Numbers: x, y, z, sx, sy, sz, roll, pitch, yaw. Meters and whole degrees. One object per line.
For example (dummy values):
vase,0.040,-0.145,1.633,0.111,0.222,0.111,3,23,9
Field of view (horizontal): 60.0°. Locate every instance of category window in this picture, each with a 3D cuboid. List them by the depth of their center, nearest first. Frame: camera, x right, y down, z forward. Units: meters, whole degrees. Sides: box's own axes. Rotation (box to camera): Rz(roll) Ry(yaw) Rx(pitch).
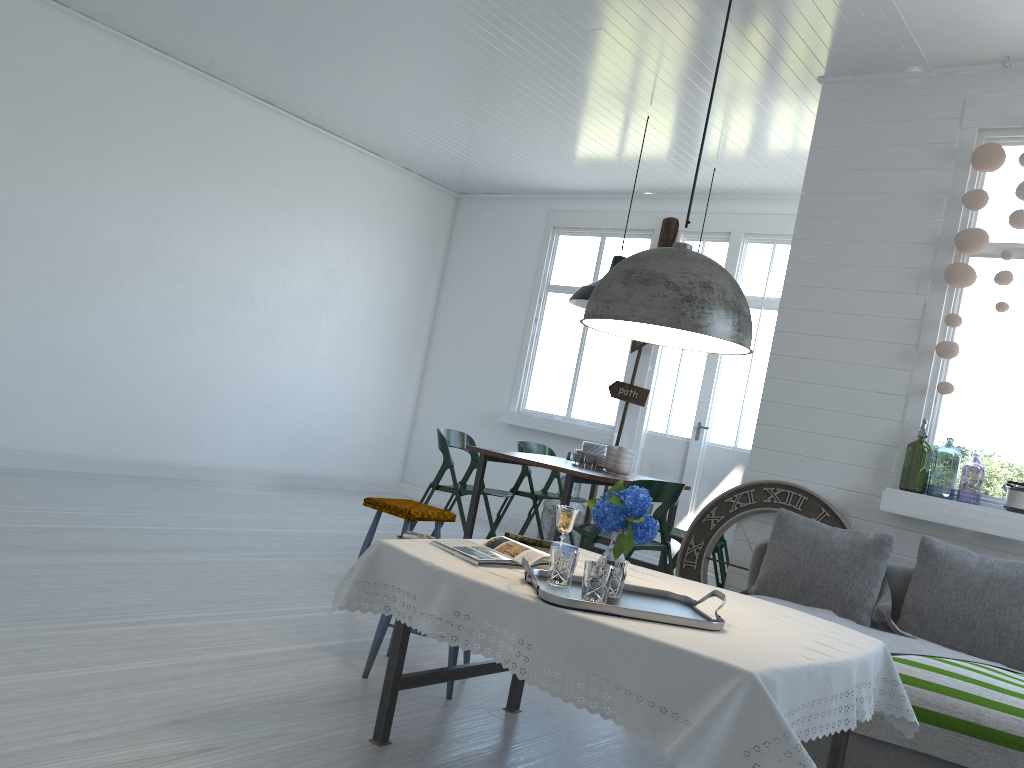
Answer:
window,2.914,-0.358,4.568,1.480,2.397,0.254,10,-1,38
window,0.726,-0.649,9.314,1.480,2.397,0.254,10,-1,38

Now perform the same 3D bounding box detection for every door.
door,1.809,0.096,8.345,1.607,3.479,0.254,11,-1,38

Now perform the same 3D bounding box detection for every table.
table,0.343,1.054,3.037,1.668,0.725,1.330,10,-2,40
table,0.477,1.085,6.783,1.169,0.929,1.698,10,-2,36

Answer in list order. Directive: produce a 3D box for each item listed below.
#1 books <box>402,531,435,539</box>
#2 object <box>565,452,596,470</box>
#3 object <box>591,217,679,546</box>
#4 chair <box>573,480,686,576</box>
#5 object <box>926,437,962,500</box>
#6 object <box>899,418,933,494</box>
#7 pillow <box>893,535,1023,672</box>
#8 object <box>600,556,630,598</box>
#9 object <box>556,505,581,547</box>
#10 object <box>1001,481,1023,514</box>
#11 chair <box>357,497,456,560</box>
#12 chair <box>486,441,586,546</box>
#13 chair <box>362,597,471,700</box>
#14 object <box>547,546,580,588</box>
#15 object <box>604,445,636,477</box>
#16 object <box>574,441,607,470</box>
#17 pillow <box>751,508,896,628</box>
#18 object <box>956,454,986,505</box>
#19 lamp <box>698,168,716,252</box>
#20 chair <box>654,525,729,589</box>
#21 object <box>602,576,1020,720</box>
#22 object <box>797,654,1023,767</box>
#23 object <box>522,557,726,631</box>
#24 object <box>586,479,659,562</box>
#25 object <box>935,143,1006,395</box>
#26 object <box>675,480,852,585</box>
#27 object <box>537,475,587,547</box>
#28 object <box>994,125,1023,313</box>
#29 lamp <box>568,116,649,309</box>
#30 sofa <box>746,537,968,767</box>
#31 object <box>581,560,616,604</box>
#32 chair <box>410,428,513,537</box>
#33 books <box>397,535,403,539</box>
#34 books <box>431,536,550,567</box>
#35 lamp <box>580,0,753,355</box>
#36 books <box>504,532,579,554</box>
books,-0.411,0.682,3.910,0.133,0.022,0.189,11,-2,-1
object,0.528,0.579,6.682,0.172,0.098,0.242,10,-2,42
object,1.188,0.001,8.681,0.362,3.420,0.412,11,-1,-19
chair,0.718,1.078,5.754,0.729,1.006,0.652,10,-1,38
object,2.359,0.458,4.830,0.138,0.335,0.137,12,-1,-45
object,2.250,0.395,4.903,0.136,0.415,0.136,11,-1,35
pillow,2.243,1.054,4.284,0.640,0.520,0.281,10,-1,39
object,0.318,0.614,2.816,0.095,0.119,0.096,11,-1,23
object,0.196,0.564,3.378,0.098,0.191,0.098,12,-1,-31
object,2.650,0.587,4.598,0.186,0.174,0.208,11,-1,19
chair,-0.667,1.008,5.380,0.418,0.562,0.420,10,-1,38
chair,0.263,1.051,7.860,0.729,1.006,0.652,11,-1,28
chair,-0.365,1.025,3.931,0.419,0.562,0.419,11,-1,8
object,0.158,0.582,2.815,0.096,0.119,0.095,12,-1,-27
object,0.801,0.572,6.628,0.150,0.216,0.309,12,-1,-19
object,0.634,0.559,6.939,0.300,0.195,0.305,12,-1,-15
pillow,1.622,0.971,4.661,0.638,0.521,0.279,10,-1,38
object,2.458,0.508,4.737,0.111,0.270,0.110,12,-1,-34
lamp,1.606,-1.130,7.638,0.650,1.499,0.650,11,-1,-7
chair,1.388,1.237,6.624,0.729,1.006,0.652,11,-1,18
object,1.328,1.259,4.369,1.685,0.924,1.212,12,-1,-11
object,2.094,1.456,3.611,3.159,0.473,1.045,10,-2,39
object,0.344,0.641,2.761,0.651,0.092,0.398,11,-2,-9
object,0.373,0.512,3.032,0.236,0.377,0.266,10,-1,40
object,2.498,-0.628,4.883,0.193,1.404,0.197,11,-1,-1
object,1.483,1.131,5.228,1.110,1.138,0.585,11,-1,23
object,0.513,1.256,8.606,0.450,0.725,0.451,11,-1,18
object,2.733,-0.912,4.748,0.153,1.088,0.150,11,-1,-16
lamp,0.891,-1.300,6.712,0.649,1.499,0.651,11,-1,35
sofa,1.668,1.272,2.781,3.389,0.899,3.414,10,-2,38
object,0.253,0.596,2.649,0.096,0.119,0.095,12,-1,-27
chair,-0.388,0.897,7.016,0.729,1.006,0.652,11,-1,18
books,-0.418,0.708,3.906,0.129,0.030,0.182,12,-2,-30
books,-0.031,0.594,3.164,0.423,0.049,0.300,12,-2,-37
lamp,0.729,-1.163,3.087,0.600,2.044,0.601,11,-1,9
books,0.095,0.634,3.444,0.300,0.043,0.229,11,-2,12
